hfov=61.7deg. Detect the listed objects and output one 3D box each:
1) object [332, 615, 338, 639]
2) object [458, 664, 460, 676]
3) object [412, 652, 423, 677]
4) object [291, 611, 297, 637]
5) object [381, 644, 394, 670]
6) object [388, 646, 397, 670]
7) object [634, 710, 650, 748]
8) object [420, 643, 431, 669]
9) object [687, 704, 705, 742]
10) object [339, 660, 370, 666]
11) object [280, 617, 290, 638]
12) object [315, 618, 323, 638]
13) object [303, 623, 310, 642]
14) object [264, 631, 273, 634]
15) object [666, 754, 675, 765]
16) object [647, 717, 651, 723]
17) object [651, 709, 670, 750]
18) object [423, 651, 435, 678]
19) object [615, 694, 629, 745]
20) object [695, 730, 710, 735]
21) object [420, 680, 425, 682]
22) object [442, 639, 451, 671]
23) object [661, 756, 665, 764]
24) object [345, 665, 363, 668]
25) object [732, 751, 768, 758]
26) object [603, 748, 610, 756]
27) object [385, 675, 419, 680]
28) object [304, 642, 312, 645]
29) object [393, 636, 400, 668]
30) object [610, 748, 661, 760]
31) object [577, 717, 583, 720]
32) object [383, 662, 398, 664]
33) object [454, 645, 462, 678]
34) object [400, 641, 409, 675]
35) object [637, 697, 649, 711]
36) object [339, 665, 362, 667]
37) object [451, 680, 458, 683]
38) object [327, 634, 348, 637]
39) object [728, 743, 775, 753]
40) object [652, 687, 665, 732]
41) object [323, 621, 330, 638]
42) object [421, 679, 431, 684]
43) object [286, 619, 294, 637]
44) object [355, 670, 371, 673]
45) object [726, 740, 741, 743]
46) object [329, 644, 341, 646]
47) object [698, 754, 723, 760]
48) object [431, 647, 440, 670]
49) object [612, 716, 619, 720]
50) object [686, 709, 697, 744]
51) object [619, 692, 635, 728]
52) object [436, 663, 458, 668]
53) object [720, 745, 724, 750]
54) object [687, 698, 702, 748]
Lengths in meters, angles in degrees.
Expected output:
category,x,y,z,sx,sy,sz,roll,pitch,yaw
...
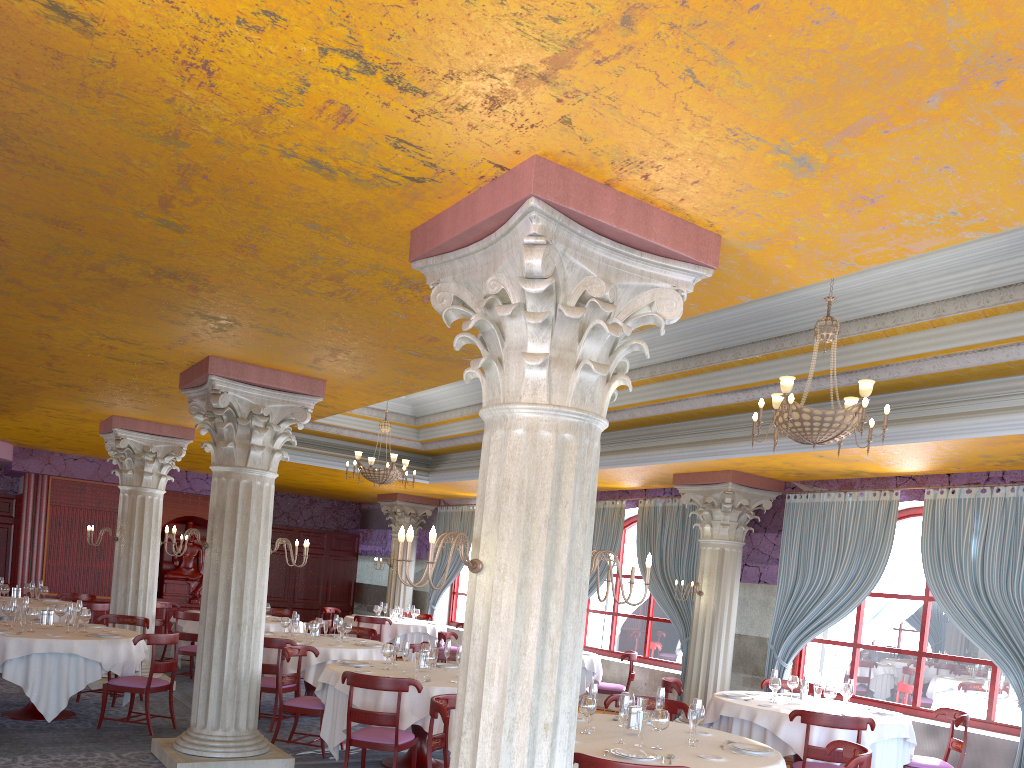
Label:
category,x,y,z,sx,sy,sz,roll,pitch,yaw
object,-2.393,3.289,11.593,0.073,0.336,0.074,6,2,25
object,-0.516,2.848,8.676,0.085,0.237,0.086,6,1,36
object,-0.924,2.741,8.371,0.086,0.237,0.085,5,1,-9
object,-2.911,3.204,11.432,0.074,0.336,0.073,5,2,3
object,-1.263,2.763,8.667,0.123,0.264,0.121,5,0,-20
object,-1.226,2.806,8.779,0.087,0.237,0.084,5,1,-31
object,0.866,2.304,5.720,0.087,0.237,0.084,5,1,-31
object,-0.927,2.898,9.121,0.123,0.264,0.121,5,0,-20
object,1.313,2.427,6.135,0.124,0.264,0.121,6,-1,-42
object,-1.631,2.894,8.870,0.319,0.024,0.314,14,-15,-33
object,-2.969,3.180,11.195,0.121,0.264,0.123,5,0,25
object,-2.633,3.315,11.649,0.123,0.264,0.121,5,0,-20
object,-2.630,3.158,10.899,0.086,0.237,0.085,5,1,-9
object,-3.337,3.311,11.398,0.312,0.024,0.321,-4,-16,35
object,0.979,2.332,5.323,0.054,0.019,0.264,2,-13,16
object,1.050,2.680,6.833,0.312,0.024,0.321,-4,-16,35
object,0.977,2.292,5.681,0.123,0.264,0.121,5,0,-20
object,-0.812,2.729,8.332,0.124,0.264,0.121,6,-1,-42
object,0.743,2.247,5.734,0.074,0.336,0.073,4,2,-42
object,1.418,2.644,6.488,0.161,0.009,0.159,14,-15,-33
object,-0.850,2.775,7.979,0.022,0.003,0.260,3,-13,11
object,-0.686,2.872,9.065,0.074,0.336,0.073,5,2,3
object,0.940,2.338,5.328,0.022,0.003,0.260,3,-13,11
object,-1.632,2.866,8.697,0.252,0.003,0.022,3,-13,10
object,1.603,2.495,5.766,0.231,0.013,0.028,3,-10,11
object,0.592,2.313,5.382,0.027,0.013,0.238,3,-13,12
object,-1.022,2.748,7.978,0.319,0.024,0.314,14,-15,-33
object,-2.517,3.186,10.502,0.054,0.019,0.264,2,-13,16
object,-1.205,2.787,8.905,0.074,0.336,0.073,5,2,3
object,0.768,2.311,5.327,0.315,0.024,0.318,8,-13,-13
object,0.476,2.586,6.621,0.161,0.009,0.159,14,-15,-33
object,-1.314,3.023,9.272,0.160,0.009,0.161,8,-13,-13
object,-0.528,2.769,8.546,0.074,0.336,0.073,5,2,3
object,-1.046,2.684,8.385,0.074,0.336,0.073,5,2,3
object,0.971,2.476,6.432,0.085,0.237,0.086,6,1,36
object,-1.636,2.848,8.659,0.255,0.020,0.056,2,-12,15
object,-0.507,2.853,8.194,0.160,0.009,0.161,8,-13,-13
object,-2.446,3.534,12.012,0.313,0.024,0.320,6,-13,-3
object,1.659,2.534,5.941,0.315,0.024,0.318,8,-13,-13
object,1.103,2.435,6.414,0.074,0.336,0.073,4,2,-42
object,-2.524,3.330,11.611,0.087,0.237,0.084,5,1,-31
object,-0.811,2.769,7.974,0.054,0.019,0.264,2,-13,16
object,-2.932,3.222,11.306,0.087,0.237,0.084,5,1,-31
object,-1.449,2.795,8.326,0.160,0.009,0.161,8,-13,-13
object,1.664,2.585,6.153,0.255,0.020,0.056,2,-12,15
object,-2.214,3.269,10.722,0.158,0.009,0.163,4,-13,6
object,1.282,2.416,5.543,0.161,0.009,0.159,14,-15,-33
object,-0.818,2.913,9.083,0.085,0.237,0.086,5,1,14
object,0.839,2.664,6.838,0.054,0.019,0.264,2,-13,16
object,1.273,2.411,6.024,0.086,0.237,0.085,5,1,-9
object,0.862,2.461,6.470,0.122,0.264,0.122,5,0,3
object,-0.739,3.117,9.485,0.319,0.024,0.314,14,-15,-33
object,1.457,2.523,5.945,0.029,0.010,0.142,3,-13,14
object,1.262,2.332,5.895,0.074,0.336,0.073,4,2,-42
